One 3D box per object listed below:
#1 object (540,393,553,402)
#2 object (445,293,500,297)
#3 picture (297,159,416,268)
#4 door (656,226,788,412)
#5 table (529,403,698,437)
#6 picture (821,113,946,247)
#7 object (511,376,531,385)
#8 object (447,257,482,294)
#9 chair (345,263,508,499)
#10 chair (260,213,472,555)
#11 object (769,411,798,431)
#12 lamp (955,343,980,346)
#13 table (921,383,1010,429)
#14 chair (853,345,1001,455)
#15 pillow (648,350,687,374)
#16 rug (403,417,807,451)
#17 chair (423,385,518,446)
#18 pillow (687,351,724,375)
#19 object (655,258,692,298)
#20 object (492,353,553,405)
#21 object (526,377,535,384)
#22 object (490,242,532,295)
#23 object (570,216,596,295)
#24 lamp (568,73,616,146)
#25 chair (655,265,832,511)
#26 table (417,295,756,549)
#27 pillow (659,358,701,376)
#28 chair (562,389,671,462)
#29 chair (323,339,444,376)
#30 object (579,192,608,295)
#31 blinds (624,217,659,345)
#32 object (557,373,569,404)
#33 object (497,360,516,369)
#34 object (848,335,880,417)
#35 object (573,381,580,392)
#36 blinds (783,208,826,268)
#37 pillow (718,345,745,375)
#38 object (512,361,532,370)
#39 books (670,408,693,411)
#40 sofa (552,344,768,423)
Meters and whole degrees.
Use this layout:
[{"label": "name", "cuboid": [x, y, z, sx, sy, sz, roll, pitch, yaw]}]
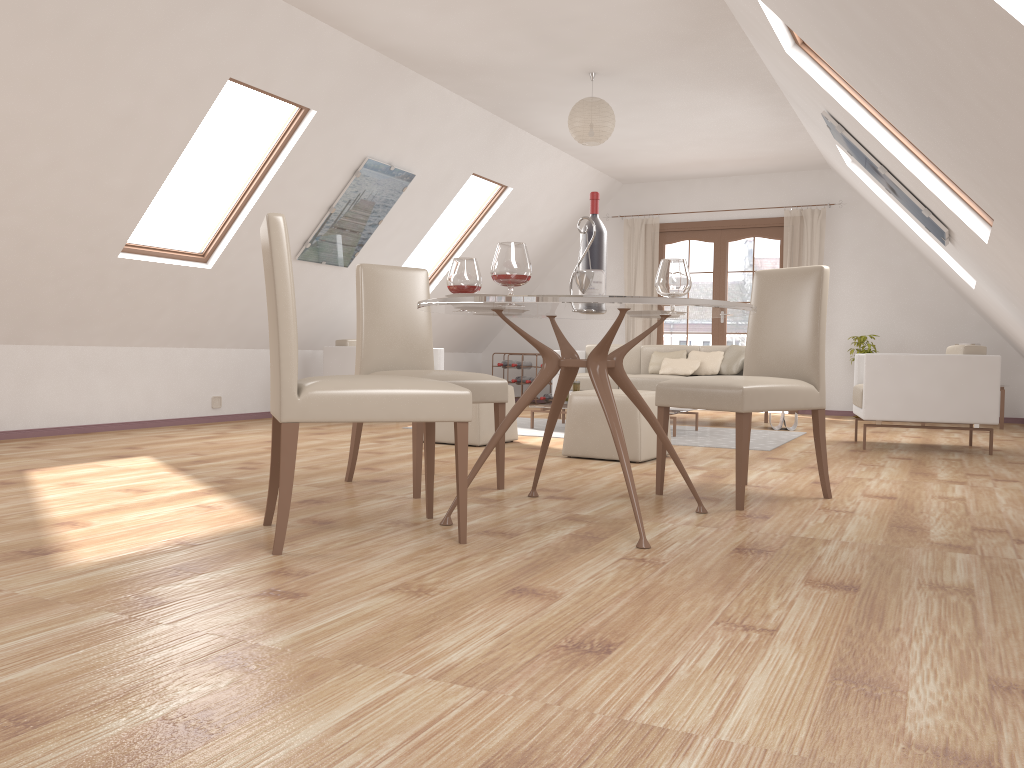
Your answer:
[{"label": "object", "cuboid": [0.435, 0.162, 10.411, 0.109, 0.109, 0.435, 2, 2, 26]}, {"label": "object", "cuboid": [-0.111, -0.292, 3.046, 0.228, 0.020, 0.228, 0, 2, -18]}, {"label": "picture", "cuboid": [-1.240, -1.343, 7.121, 0.683, 0.738, 0.650, 2, 2, 26]}, {"label": "door", "cuboid": [2.311, -0.723, 9.910, 1.546, 2.001, 0.098, 2, 2, 26]}, {"label": "table", "cuboid": [0.819, 0.275, 7.055, 1.173, 0.190, 0.730, 2, 2, 26]}, {"label": "picture", "cuboid": [2.264, -1.227, 5.380, 0.683, 0.738, 0.650, 2, 2, 26]}, {"label": "object", "cuboid": [0.104, -0.040, 10.571, 0.109, 0.109, 0.435, 2, 2, 26]}, {"label": "object", "cuboid": [-0.181, -0.385, 3.376, 0.136, 0.183, 0.136, 1, 2, 5]}, {"label": "chair", "cuboid": [-0.391, -0.045, 3.961, 0.477, 0.999, 0.618, -1, 2, -39]}, {"label": "chair", "cuboid": [-0.489, -0.010, 2.869, 0.618, 0.999, 0.477, 0, 2, -19]}, {"label": "object", "cuboid": [2.285, 0.246, 7.471, 0.212, 0.267, 0.315, 1, 2, 14]}, {"label": "lamp", "cuboid": [4.331, -0.197, 8.428, 0.180, 0.375, 0.221, 0, 2, -30]}, {"label": "table", "cuboid": [4.208, 0.188, 8.318, 0.730, 0.390, 0.773, 2, 2, 25]}, {"label": "chair", "cuboid": [2.777, 0.083, 6.044, 0.820, 0.706, 0.748, 2, 2, 16]}, {"label": "pillow", "cuboid": [1.447, -0.204, 8.267, 0.351, 0.235, 0.185, 2, 2, 30]}, {"label": "rug", "cuboid": [0.753, 0.367, 7.016, 2.800, 0.007, 1.600, 2, 2, 26]}, {"label": "chair", "cuboid": [-0.287, 0.189, 5.935, 0.506, 0.394, 0.506, 2, 2, 31]}, {"label": "pillow", "cuboid": [1.750, -0.193, 8.111, 0.351, 0.225, 0.196, 2, 2, 31]}, {"label": "object", "cuboid": [0.597, -0.370, 3.286, 0.136, 0.183, 0.136, 0, 2, -37]}, {"label": "object", "cuboid": [0.208, -0.062, 10.566, 0.854, 0.608, 0.417, 2, 2, 26]}, {"label": "object", "cuboid": [0.270, -0.031, 10.488, 0.109, 0.109, 0.435, 2, 2, 26]}, {"label": "object", "cuboid": [-0.002, -0.366, 2.891, 0.136, 0.183, 0.136, 1, 2, 5]}, {"label": "object", "cuboid": [0.262, -0.443, 3.199, 0.086, 0.322, 0.096, 1, 2, -11]}, {"label": "lamp", "cuboid": [0.569, -1.963, 6.327, 0.340, 0.497, 0.340, 0, 2, -24]}, {"label": "chair", "cuboid": [1.002, -0.016, 3.791, 0.618, 0.999, 0.477, 0, 2, -36]}, {"label": "table", "cuboid": [0.255, 0.104, 3.218, 1.198, 0.770, 1.198, -1, 3, -43]}, {"label": "pillow", "cuboid": [1.515, -0.153, 8.067, 0.363, 0.170, 0.227, 2, 2, 32]}, {"label": "chair", "cuboid": [0.626, 0.228, 5.213, 0.506, 0.394, 0.506, 2, 2, 30]}, {"label": "chair", "cuboid": [-1.144, -0.048, 8.004, 0.820, 0.706, 0.748, 2, 2, 29]}, {"label": "object", "cuboid": [0.308, -0.504, 3.342, 0.109, 0.435, 0.109, 2, 2, 22]}, {"label": "blinds", "cuboid": [1.477, -0.841, 10.218, 0.423, 2.130, 0.120, 2, 2, 24]}, {"label": "object", "cuboid": [0.431, -0.017, 7.305, 0.184, 0.359, 0.123, 0, 2, -22]}, {"label": "object", "cuboid": [-0.060, -0.234, 10.644, 0.110, 0.110, 0.439, 2, 2, 26]}, {"label": "object", "cuboid": [3.557, -0.079, 8.990, 0.311, 0.846, 0.307, 2, 2, 18]}, {"label": "object", "cuboid": [0.535, 0.069, 7.382, 0.075, 0.185, 0.075, 0, 2, -32]}, {"label": "blinds", "cuboid": [3.070, -0.789, 9.384, 0.424, 2.129, 0.123, 2, 2, 21]}, {"label": "pillow", "cuboid": [2.012, -0.217, 7.931, 0.269, 0.276, 0.424, 0, 2, -14]}, {"label": "object", "cuboid": [0.106, -0.225, 10.567, 0.109, 0.109, 0.435, 2, 2, 26]}, {"label": "books", "cuboid": [1.243, 0.192, 6.805, 0.280, 0.005, 0.192, 2, 2, 18]}, {"label": "sofa", "cuboid": [1.389, -0.012, 8.184, 1.880, 0.706, 0.820, 2, 2, 26]}]
